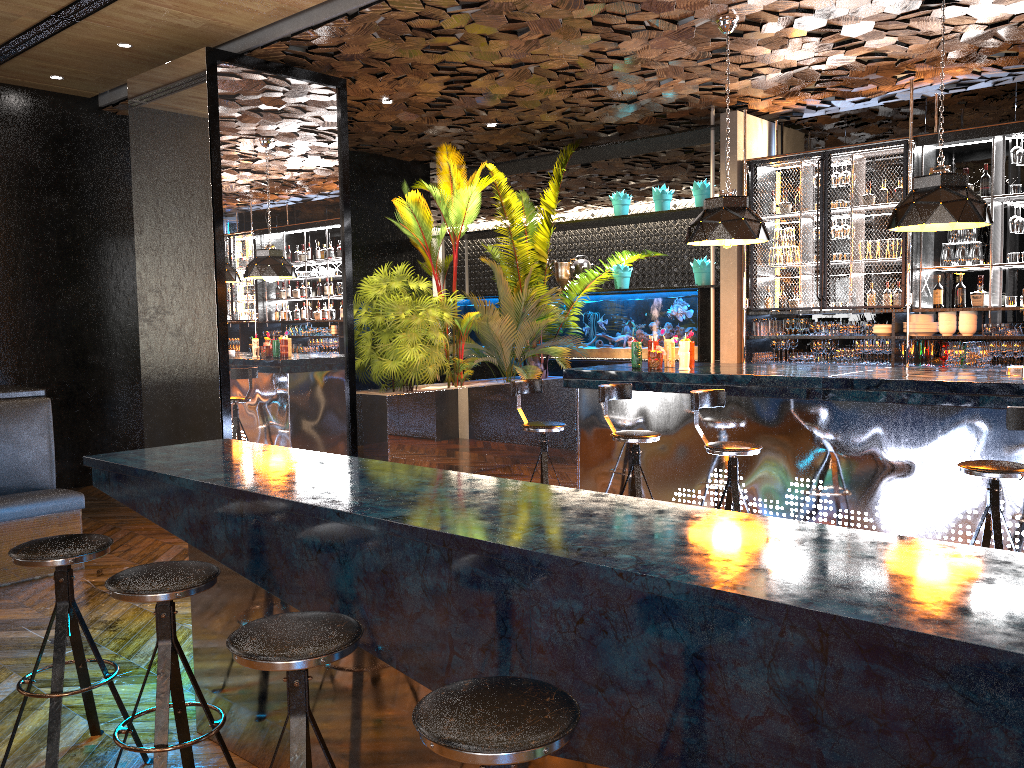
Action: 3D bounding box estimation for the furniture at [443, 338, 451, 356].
[{"bbox_3d":[1.206,-0.172,15.392,9.798,1.137,3.595,3,6,42],"label":"furniture"}]

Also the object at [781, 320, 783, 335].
[{"bbox_3d":[2.714,-0.571,8.985,0.058,0.152,0.051,-3,5,-24],"label":"object"}]

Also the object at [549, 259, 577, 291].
[{"bbox_3d":[0.628,-1.322,10.857,0.232,0.398,0.378,-2,4,-18],"label":"object"}]

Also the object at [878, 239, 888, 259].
[{"bbox_3d":[3.436,-1.245,8.215,0.092,0.182,0.092,2,5,37],"label":"object"}]

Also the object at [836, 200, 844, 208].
[{"bbox_3d":[3.113,-1.701,8.416,0.077,0.080,0.077,-2,4,-13],"label":"object"}]

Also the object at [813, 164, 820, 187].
[{"bbox_3d":[2.938,-2.004,8.525,0.081,0.213,0.081,-5,6,-43],"label":"object"}]

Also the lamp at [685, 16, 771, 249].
[{"bbox_3d":[1.536,-1.776,6.333,0.582,1.606,0.607,3,6,42],"label":"lamp"}]

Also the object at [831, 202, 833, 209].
[{"bbox_3d":[3.048,-1.709,8.532,0.077,0.080,0.077,-2,4,-13],"label":"object"}]

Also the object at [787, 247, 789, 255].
[{"bbox_3d":[2.775,-1.289,8.958,0.092,0.182,0.092,2,5,37],"label":"object"}]

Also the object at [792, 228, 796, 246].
[{"bbox_3d":[2.804,-1.468,8.904,0.092,0.182,0.092,2,5,37],"label":"object"}]

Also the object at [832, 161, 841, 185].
[{"bbox_3d":[3.075,-1.997,8.404,0.081,0.213,0.081,-5,6,-43],"label":"object"}]

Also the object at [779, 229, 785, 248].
[{"bbox_3d":[2.734,-1.472,8.980,0.092,0.182,0.092,2,5,37],"label":"object"}]

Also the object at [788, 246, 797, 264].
[{"bbox_3d":[2.785,-1.278,8.808,0.092,0.182,0.092,2,5,37],"label":"object"}]

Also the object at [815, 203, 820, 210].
[{"bbox_3d":[2.983,-1.714,8.617,0.077,0.080,0.077,2,5,32],"label":"object"}]

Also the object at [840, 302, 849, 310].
[{"bbox_3d":[3.180,-0.743,8.482,0.077,0.080,0.077,1,5,30],"label":"object"}]

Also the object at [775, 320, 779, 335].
[{"bbox_3d":[2.645,-0.563,8.888,0.058,0.152,0.051,-1,4,3],"label":"object"}]

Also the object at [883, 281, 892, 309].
[{"bbox_3d":[3.501,-0.825,8.272,0.075,0.260,0.075,-1,4,1],"label":"object"}]

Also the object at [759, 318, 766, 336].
[{"bbox_3d":[2.510,-0.571,8.872,0.067,0.174,0.067,-2,4,-9],"label":"object"}]

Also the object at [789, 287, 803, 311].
[{"bbox_3d":[2.826,-0.844,8.819,0.108,0.244,0.108,-4,5,-35],"label":"object"}]

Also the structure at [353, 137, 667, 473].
[{"bbox_3d":[-0.134,-0.953,9.826,1.873,3.561,4.073,3,6,43],"label":"structure"}]

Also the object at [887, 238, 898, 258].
[{"bbox_3d":[3.493,-1.241,8.137,0.092,0.182,0.092,2,5,37],"label":"object"}]

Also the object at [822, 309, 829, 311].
[{"bbox_3d":[3.033,-0.747,8.572,0.077,0.080,0.077,1,5,27],"label":"object"}]

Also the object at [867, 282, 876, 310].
[{"bbox_3d":[3.384,-0.827,8.347,0.075,0.261,0.075,-1,4,1],"label":"object"}]

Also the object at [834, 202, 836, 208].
[{"bbox_3d":[3.151,-1.714,8.583,0.077,0.080,0.077,0,4,7],"label":"object"}]

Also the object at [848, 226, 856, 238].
[{"bbox_3d":[3.247,-1.505,8.488,0.081,0.213,0.081,-5,6,-43],"label":"object"}]

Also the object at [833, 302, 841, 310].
[{"bbox_3d":[3.147,-0.750,8.584,0.077,0.080,0.077,0,4,7],"label":"object"}]

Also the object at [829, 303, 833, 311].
[{"bbox_3d":[3.111,-0.759,8.715,0.077,0.080,0.077,-2,4,-9],"label":"object"}]

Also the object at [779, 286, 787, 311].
[{"bbox_3d":[2.717,-0.857,8.902,0.075,0.260,0.075,-2,4,-14],"label":"object"}]

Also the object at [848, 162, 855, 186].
[{"bbox_3d":[3.238,-2.004,8.451,0.081,0.213,0.081,-5,6,-43],"label":"object"}]

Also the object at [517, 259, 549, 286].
[{"bbox_3d":[0.267,-1.372,11.172,0.250,0.472,0.458,-3,5,-22],"label":"object"}]

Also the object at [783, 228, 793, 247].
[{"bbox_3d":[2.754,-1.463,8.843,0.092,0.182,0.092,2,5,37],"label":"object"}]

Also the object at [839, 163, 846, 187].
[{"bbox_3d":[3.170,-2.007,8.511,0.081,0.213,0.081,-5,6,-43],"label":"object"}]

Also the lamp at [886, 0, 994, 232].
[{"bbox_3d":[2.662,-1.760,5.501,0.582,1.564,0.607,3,6,42],"label":"lamp"}]

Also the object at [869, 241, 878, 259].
[{"bbox_3d":[3.403,-1.255,8.346,0.092,0.182,0.092,2,5,37],"label":"object"}]

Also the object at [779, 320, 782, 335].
[{"bbox_3d":[2.687,-0.567,8.931,0.058,0.152,0.051,-3,5,-22],"label":"object"}]

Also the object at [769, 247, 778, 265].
[{"bbox_3d":[2.639,-1.286,8.951,0.092,0.182,0.092,2,5,37],"label":"object"}]

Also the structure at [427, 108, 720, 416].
[{"bbox_3d":[0.740,-1.115,10.661,4.269,3.734,0.705,3,6,42],"label":"structure"}]

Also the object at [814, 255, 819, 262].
[{"bbox_3d":[2.991,-1.219,8.659,0.077,0.080,0.077,-4,5,-36],"label":"object"}]

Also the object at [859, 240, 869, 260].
[{"bbox_3d":[3.295,-1.250,8.308,0.092,0.182,0.092,2,5,37],"label":"object"}]

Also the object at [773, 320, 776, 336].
[{"bbox_3d":[2.602,-0.559,8.846,0.051,0.152,0.058,-5,6,-44],"label":"object"}]

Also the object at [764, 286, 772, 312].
[{"bbox_3d":[2.610,-0.864,9.033,0.075,0.261,0.075,-1,4,1],"label":"object"}]

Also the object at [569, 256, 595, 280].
[{"bbox_3d":[0.832,-1.381,10.547,0.290,0.292,0.278,-2,4,-11],"label":"object"}]

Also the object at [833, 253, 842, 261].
[{"bbox_3d":[3.099,-1.205,8.442,0.077,0.080,0.077,2,5,37],"label":"object"}]

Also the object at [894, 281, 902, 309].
[{"bbox_3d":[3.565,-0.819,8.188,0.075,0.260,0.075,-1,4,1],"label":"object"}]

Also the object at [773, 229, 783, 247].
[{"bbox_3d":[2.673,-1.466,8.904,0.092,0.182,0.092,2,5,37],"label":"object"}]

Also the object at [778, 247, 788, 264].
[{"bbox_3d":[2.717,-1.282,8.883,0.092,0.182,0.092,2,5,37],"label":"object"}]

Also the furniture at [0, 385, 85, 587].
[{"bbox_3d":[-5.725,0.823,3.561,1.802,1.137,7.087,3,6,42],"label":"furniture"}]

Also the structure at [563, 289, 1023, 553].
[{"bbox_3d":[3.035,0.275,5.176,6.009,1.685,1.214,3,6,41],"label":"structure"}]

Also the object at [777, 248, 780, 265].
[{"bbox_3d":[2.699,-1.293,9.034,0.092,0.182,0.092,2,5,37],"label":"object"}]

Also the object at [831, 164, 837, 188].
[{"bbox_3d":[3.105,-2.010,8.568,0.081,0.213,0.081,-5,6,-43],"label":"object"}]

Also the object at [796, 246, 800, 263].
[{"bbox_3d":[2.841,-1.285,8.888,0.092,0.182,0.092,2,5,37],"label":"object"}]

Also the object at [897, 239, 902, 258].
[{"bbox_3d":[3.563,-1.247,8.200,0.092,0.182,0.092,2,5,37],"label":"object"}]

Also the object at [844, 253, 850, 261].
[{"bbox_3d":[3.234,-1.214,8.532,0.077,0.080,0.077,2,5,37],"label":"object"}]

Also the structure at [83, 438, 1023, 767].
[{"bbox_3d":[0.259,0.871,2.414,4.941,0.998,0.673,3,6,42],"label":"structure"}]

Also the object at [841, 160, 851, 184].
[{"bbox_3d":[3.142,-1.994,8.344,0.081,0.213,0.081,-5,6,-43],"label":"object"}]

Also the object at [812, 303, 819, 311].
[{"bbox_3d":[2.962,-0.752,8.649,0.077,0.080,0.077,-2,4,-9],"label":"object"}]

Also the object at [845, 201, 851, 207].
[{"bbox_3d":[3.240,-1.711,8.518,0.077,0.080,0.077,-2,4,-13],"label":"object"}]

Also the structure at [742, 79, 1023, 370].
[{"bbox_3d":[4.886,-0.809,6.756,6.750,3.553,1.143,3,6,42],"label":"structure"}]
